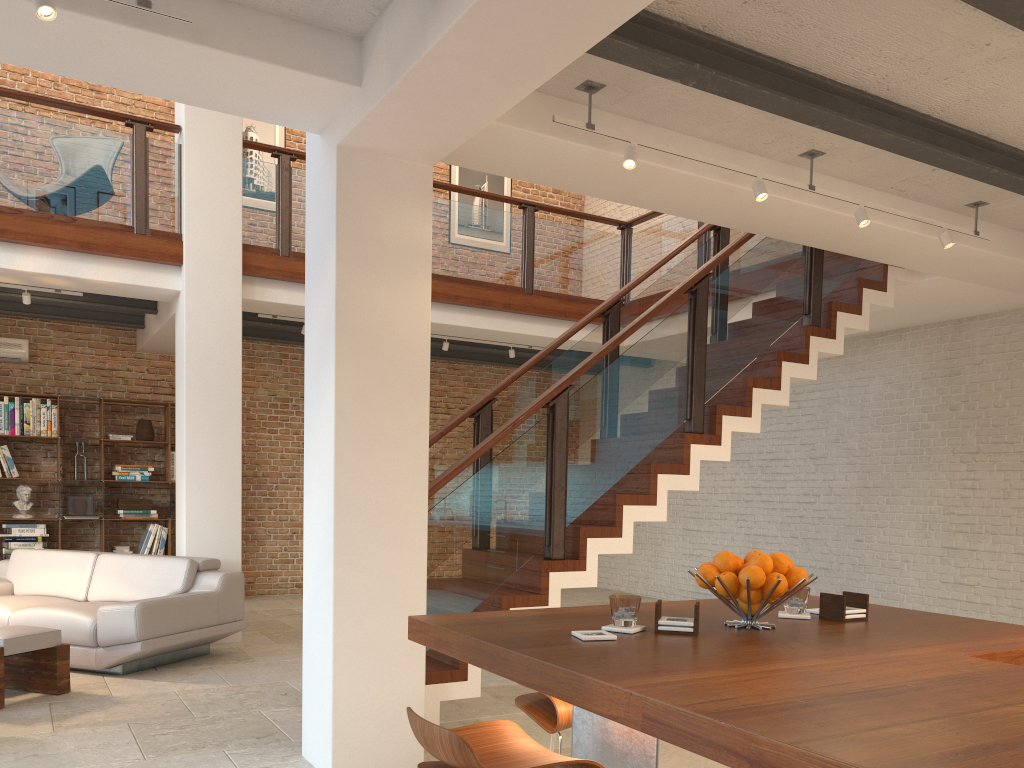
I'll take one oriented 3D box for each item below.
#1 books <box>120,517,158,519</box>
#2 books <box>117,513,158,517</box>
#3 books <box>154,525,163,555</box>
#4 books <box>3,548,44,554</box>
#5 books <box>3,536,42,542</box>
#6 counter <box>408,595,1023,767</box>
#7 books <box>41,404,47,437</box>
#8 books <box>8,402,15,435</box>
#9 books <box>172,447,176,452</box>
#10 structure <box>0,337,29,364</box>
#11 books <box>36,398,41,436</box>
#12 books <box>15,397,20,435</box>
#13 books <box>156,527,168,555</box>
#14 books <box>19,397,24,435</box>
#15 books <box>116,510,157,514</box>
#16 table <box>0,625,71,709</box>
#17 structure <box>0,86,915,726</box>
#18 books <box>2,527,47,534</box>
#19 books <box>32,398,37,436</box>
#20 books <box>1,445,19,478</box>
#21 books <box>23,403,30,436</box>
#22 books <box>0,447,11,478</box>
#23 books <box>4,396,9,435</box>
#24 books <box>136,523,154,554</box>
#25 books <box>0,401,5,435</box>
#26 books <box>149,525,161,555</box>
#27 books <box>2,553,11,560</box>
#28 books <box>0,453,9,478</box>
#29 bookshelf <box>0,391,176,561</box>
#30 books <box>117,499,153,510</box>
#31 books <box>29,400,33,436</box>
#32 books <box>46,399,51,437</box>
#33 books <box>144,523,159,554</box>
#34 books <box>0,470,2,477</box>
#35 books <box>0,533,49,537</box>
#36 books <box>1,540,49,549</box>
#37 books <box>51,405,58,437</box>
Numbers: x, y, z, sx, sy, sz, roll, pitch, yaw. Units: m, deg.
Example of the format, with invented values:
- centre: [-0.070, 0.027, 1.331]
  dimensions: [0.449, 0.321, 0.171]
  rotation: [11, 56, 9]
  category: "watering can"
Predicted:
- centre: [-4.048, 1.449, 9.449]
  dimensions: [0.357, 0.020, 0.273]
  rotation: [6, -8, -31]
  category: "books"
- centre: [-4.066, 1.420, 9.452]
  dimensions: [0.381, 0.036, 0.245]
  rotation: [6, -8, -34]
  category: "books"
- centre: [-3.898, 1.722, 9.562]
  dimensions: [0.098, 0.354, 0.271]
  rotation: [0, 0, -30]
  category: "books"
- centre: [-4.997, 1.701, 8.928]
  dimensions: [0.363, 0.055, 0.283]
  rotation: [5, -8, -27]
  category: "books"
- centre: [-4.995, 1.576, 8.889]
  dimensions: [0.328, 0.055, 0.255]
  rotation: [6, -8, -35]
  category: "books"
- centre: [1.028, 1.108, 1.993]
  dimensions: [1.691, 0.917, 2.503]
  rotation: [4, -6, -30]
  category: "counter"
- centre: [-4.801, 0.381, 8.935]
  dimensions: [0.055, 0.329, 0.254]
  rotation: [-1, 1, -30]
  category: "books"
- centre: [-5.054, 0.359, 8.809]
  dimensions: [0.055, 0.329, 0.254]
  rotation: [-1, 1, -30]
  category: "books"
- centre: [-3.701, 0.885, 9.590]
  dimensions: [0.036, 0.383, 0.243]
  rotation: [-1, 1, -30]
  category: "books"
- centre: [-5.308, -0.362, 8.732]
  dimensions: [0.815, 0.219, 0.200]
  rotation: [5, -3, -30]
  category: "structure"
- centre: [-4.844, 0.350, 8.916]
  dimensions: [0.036, 0.383, 0.243]
  rotation: [-1, 1, -30]
  category: "books"
- centre: [-5.002, 0.334, 8.813]
  dimensions: [0.036, 0.383, 0.243]
  rotation: [-1, 1, -30]
  category: "books"
- centre: [-3.853, 1.732, 9.572]
  dimensions: [0.116, 0.334, 0.254]
  rotation: [0, 0, -30]
  category: "books"
- centre: [-4.975, 0.338, 8.840]
  dimensions: [0.036, 0.383, 0.243]
  rotation: [-1, 1, -30]
  category: "books"
- centre: [-4.061, 1.379, 9.413]
  dimensions: [0.381, 0.036, 0.245]
  rotation: [5, -8, -31]
  category: "books"
- centre: [-4.045, 1.623, 5.035]
  dimensions: [2.204, 0.428, 1.982]
  rotation: [-1, -7, 21]
  category: "table"
- centre: [0.003, -0.281, 3.970]
  dimensions: [10.184, 4.127, 13.890]
  rotation: [4, -7, -30]
  category: "structure"
- centre: [-4.987, 1.500, 8.923]
  dimensions: [0.381, 0.064, 0.245]
  rotation: [6, -8, -35]
  category: "books"
- centre: [-4.882, 0.348, 8.909]
  dimensions: [0.036, 0.383, 0.243]
  rotation: [-1, 1, -30]
  category: "books"
- centre: [-5.074, 0.785, 8.811]
  dimensions: [0.158, 0.329, 0.254]
  rotation: [0, 0, -30]
  category: "books"
- centre: [-4.928, 0.368, 8.852]
  dimensions: [0.055, 0.329, 0.254]
  rotation: [-1, 1, -30]
  category: "books"
- centre: [-5.123, 0.774, 8.799]
  dimensions: [0.125, 0.348, 0.271]
  rotation: [0, 0, -30]
  category: "books"
- centre: [-5.087, 0.327, 8.771]
  dimensions: [0.036, 0.383, 0.243]
  rotation: [-1, 1, -30]
  category: "books"
- centre: [-4.000, 1.703, 9.508]
  dimensions: [0.163, 0.372, 0.243]
  rotation: [0, 1, -30]
  category: "books"
- centre: [-5.126, 0.350, 8.746]
  dimensions: [0.055, 0.329, 0.254]
  rotation: [-1, 1, -30]
  category: "books"
- centre: [-3.912, 1.717, 9.543]
  dimensions: [0.098, 0.354, 0.271]
  rotation: [0, 0, -30]
  category: "books"
- centre: [-4.988, 1.760, 8.916]
  dimensions: [0.381, 0.064, 0.245]
  rotation: [6, -8, -35]
  category: "books"
- centre: [-5.137, 0.771, 8.780]
  dimensions: [0.125, 0.348, 0.271]
  rotation: [0, 0, -30]
  category: "books"
- centre: [-4.523, 1.248, 9.140]
  dimensions: [3.042, 2.200, 0.363]
  rotation: [3, 2, -30]
  category: "bookshelf"
- centre: [-4.073, 1.301, 9.411]
  dimensions: [0.336, 0.118, 0.213]
  rotation: [5, -6, -30]
  category: "books"
- centre: [-4.901, 0.358, 8.883]
  dimensions: [0.021, 0.359, 0.271]
  rotation: [-1, 1, -30]
  category: "books"
- centre: [-4.762, 0.357, 8.962]
  dimensions: [0.036, 0.383, 0.243]
  rotation: [-1, 1, -30]
  category: "books"
- centre: [-3.952, 1.703, 9.508]
  dimensions: [0.161, 0.373, 0.243]
  rotation: [0, 1, -30]
  category: "books"
- centre: [-5.178, 0.749, 8.744]
  dimensions: [0.103, 0.383, 0.243]
  rotation: [0, 1, -30]
  category: "books"
- centre: [-4.986, 1.541, 8.906]
  dimensions: [0.446, 0.020, 0.273]
  rotation: [5, -8, -30]
  category: "books"
- centre: [-4.978, 1.641, 8.916]
  dimensions: [0.381, 0.064, 0.244]
  rotation: [8, -9, -43]
  category: "books"
- centre: [-4.728, 0.391, 9.003]
  dimensions: [0.055, 0.329, 0.254]
  rotation: [-1, 1, -30]
  category: "books"
